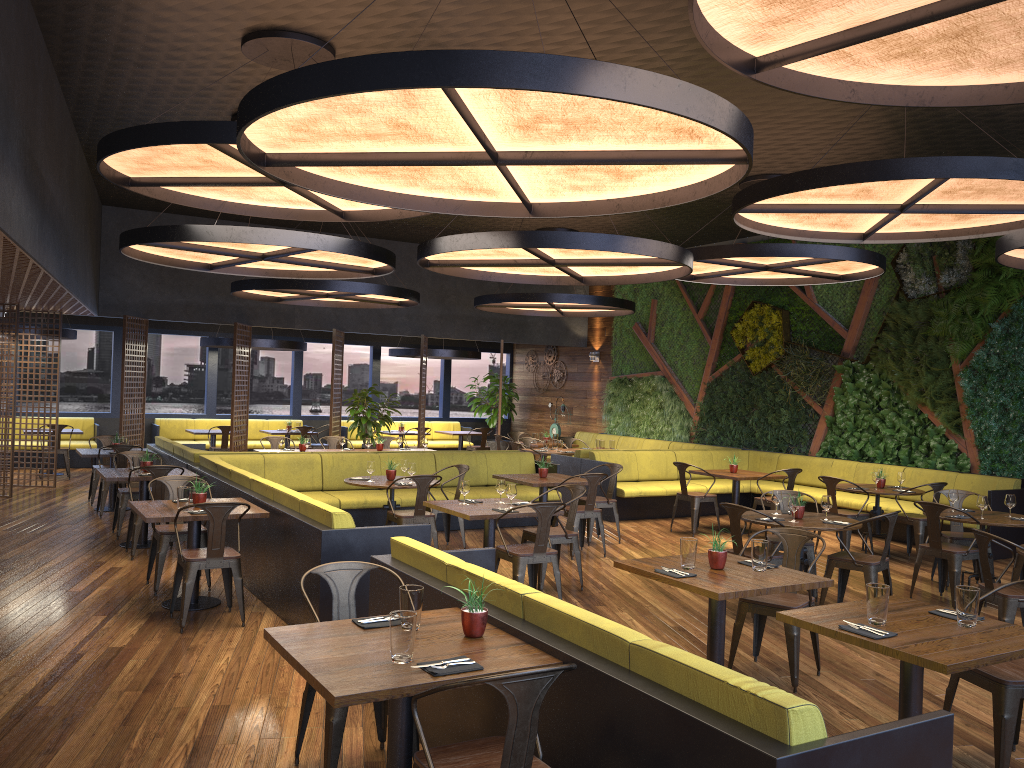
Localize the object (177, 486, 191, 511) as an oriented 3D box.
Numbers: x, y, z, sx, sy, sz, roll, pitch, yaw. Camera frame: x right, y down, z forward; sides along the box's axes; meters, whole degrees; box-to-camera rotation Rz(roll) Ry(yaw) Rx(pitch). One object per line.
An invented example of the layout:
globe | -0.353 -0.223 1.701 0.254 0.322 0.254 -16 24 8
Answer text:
object | -2.507 0.877 6.770 0.102 0.178 0.102 2 0 5

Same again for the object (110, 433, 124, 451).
object | -5.182 0.748 11.662 0.260 0.271 0.238 2 0 -29

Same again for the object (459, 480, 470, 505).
object | -0.411 0.942 7.705 0.097 0.206 0.097 2 0 -39

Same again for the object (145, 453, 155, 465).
object | -3.880 0.835 9.489 0.102 0.178 0.102 2 0 -45

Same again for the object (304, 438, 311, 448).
object | -2.883 0.866 12.481 0.097 0.206 0.097 2 0 15

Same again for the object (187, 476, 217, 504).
object | -2.471 0.832 6.992 0.238 0.271 0.260 2 0 -9

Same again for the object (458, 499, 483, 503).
object | -0.358 1.038 7.869 0.157 0.019 0.255 2 0 -30

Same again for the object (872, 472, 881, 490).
object | 4.175 1.110 10.162 0.097 0.206 0.097 2 0 -41

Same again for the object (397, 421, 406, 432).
object | -2.314 0.866 18.533 0.238 0.271 0.260 2 0 -9

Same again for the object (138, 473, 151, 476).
object | -3.713 0.919 9.033 0.255 0.019 0.157 2 0 -31

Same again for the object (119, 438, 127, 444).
object | -5.074 0.797 11.555 0.102 0.178 0.102 2 0 -25

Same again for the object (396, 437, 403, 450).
object | -1.720 0.910 13.553 0.097 0.206 0.097 2 0 15

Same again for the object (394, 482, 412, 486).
object | -1.120 1.014 9.046 0.157 0.019 0.255 2 0 -24

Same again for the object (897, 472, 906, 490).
object | 4.500 1.122 10.253 0.097 0.206 0.097 2 0 24

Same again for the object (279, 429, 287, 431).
object | -4.534 0.911 17.626 0.255 0.019 0.157 2 0 -31

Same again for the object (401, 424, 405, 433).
object | -2.260 0.914 18.366 0.102 0.178 0.102 2 0 -45

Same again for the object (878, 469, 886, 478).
object | 4.401 1.119 10.566 0.097 0.206 0.097 2 0 -10

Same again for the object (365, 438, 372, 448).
object | -2.099 0.895 12.939 0.097 0.206 0.097 2 0 15

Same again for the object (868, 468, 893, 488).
object | 4.304 1.080 10.375 0.260 0.271 0.238 2 0 9

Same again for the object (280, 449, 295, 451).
object | -3.235 0.949 12.801 0.157 0.019 0.255 2 0 -30

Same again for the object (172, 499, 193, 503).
object | -2.646 0.953 7.268 0.255 0.019 0.157 2 0 -31

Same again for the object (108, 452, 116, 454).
object | -5.077 0.877 11.371 0.255 0.019 0.157 2 0 -31

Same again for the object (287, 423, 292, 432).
object | -4.315 0.838 17.168 0.102 0.178 0.102 2 0 -45

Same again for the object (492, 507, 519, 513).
object | -0.066 1.048 7.385 0.157 0.019 0.255 2 0 -30

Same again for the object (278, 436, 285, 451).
object | -3.288 0.852 12.637 0.097 0.206 0.097 2 0 15

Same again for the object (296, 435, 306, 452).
object | -2.994 0.827 12.665 0.238 0.271 0.260 2 0 -9

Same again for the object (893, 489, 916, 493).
object | 4.441 1.214 10.088 0.157 0.019 0.255 2 0 -30

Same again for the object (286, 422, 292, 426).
object | -4.407 0.836 17.515 0.102 0.178 0.102 2 0 -45

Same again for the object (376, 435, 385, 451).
object | -1.981 0.865 13.257 0.238 0.271 0.260 2 0 -9

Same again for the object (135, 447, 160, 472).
object | -3.833 0.790 9.350 0.260 0.271 0.238 2 0 -29

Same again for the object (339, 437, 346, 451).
object | -2.504 0.881 13.095 0.097 0.206 0.097 2 0 15

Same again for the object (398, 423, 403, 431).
object | -2.353 0.911 18.713 0.102 0.178 0.102 2 0 -45

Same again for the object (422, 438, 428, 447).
object | -1.314 0.924 13.398 0.097 0.206 0.097 2 0 15

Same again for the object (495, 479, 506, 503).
object | -0.099 0.954 7.879 0.097 0.206 0.097 2 0 -30

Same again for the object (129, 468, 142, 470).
object | -4.007 0.910 9.600 0.255 0.019 0.157 2 0 -31

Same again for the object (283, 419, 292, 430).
object | -4.350 0.791 17.349 0.238 0.271 0.260 2 0 -9

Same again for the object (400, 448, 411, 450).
object | -1.666 1.006 13.717 0.157 0.019 0.255 2 0 -30

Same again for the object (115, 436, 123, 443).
object | -5.244 0.792 11.828 0.102 0.178 0.102 2 0 -15

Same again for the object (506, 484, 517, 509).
object | -0.006 0.956 7.549 0.097 0.206 0.097 2 0 -39

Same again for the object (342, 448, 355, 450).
object | -2.450 0.978 13.259 0.157 0.019 0.255 2 0 -30

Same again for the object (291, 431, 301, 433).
object | -4.194 0.922 17.057 0.255 0.019 0.157 2 0 -31

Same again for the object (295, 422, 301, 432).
object | -4.188 0.843 17.354 0.102 0.178 0.102 2 0 -45

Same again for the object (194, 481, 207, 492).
object | -2.519 0.877 7.157 0.102 0.178 0.102 2 0 -45

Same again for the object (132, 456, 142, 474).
object | -3.858 0.835 9.114 0.102 0.178 0.102 2 0 -45

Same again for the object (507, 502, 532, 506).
object | 0.062 1.053 7.821 0.255 0.019 0.157 2 0 -30

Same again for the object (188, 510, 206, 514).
object | -2.353 0.962 6.701 0.255 0.019 0.157 2 0 -31

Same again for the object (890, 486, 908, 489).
object | 4.561 1.219 10.504 0.255 0.019 0.157 2 0 -28

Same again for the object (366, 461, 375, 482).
object | -1.469 0.908 9.212 0.097 0.206 0.097 2 0 11

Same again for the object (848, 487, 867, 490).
object | 4.005 1.199 10.213 0.255 0.019 0.157 2 0 -32
